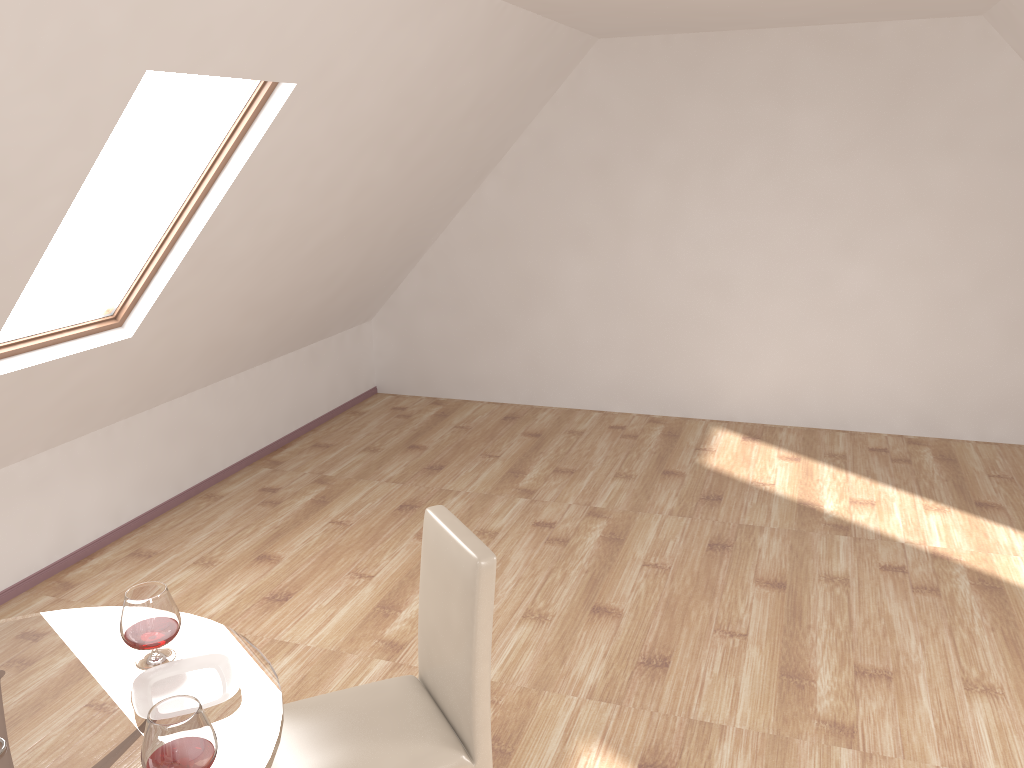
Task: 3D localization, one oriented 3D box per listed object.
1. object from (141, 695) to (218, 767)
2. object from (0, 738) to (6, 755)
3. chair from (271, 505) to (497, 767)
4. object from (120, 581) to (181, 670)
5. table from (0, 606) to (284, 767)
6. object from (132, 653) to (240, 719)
[{"bbox_3d":[-0.625,0.692,1.670,0.136,0.183,0.136,-2,15,-1],"label":"object"},{"bbox_3d":[-1.087,0.602,1.771,0.086,0.322,0.096,-6,16,-17],"label":"object"},{"bbox_3d":[-0.381,0.891,2.298,0.618,0.999,0.477,-9,17,-25],"label":"chair"},{"bbox_3d":[-0.862,0.575,2.116,0.136,0.183,0.136,-2,15,-1],"label":"object"},{"bbox_3d":[-1.077,1.129,1.915,1.198,0.770,1.198,12,20,39],"label":"table"},{"bbox_3d":[-0.735,0.687,2.003,0.228,0.020,0.228,-8,17,-24],"label":"object"}]
